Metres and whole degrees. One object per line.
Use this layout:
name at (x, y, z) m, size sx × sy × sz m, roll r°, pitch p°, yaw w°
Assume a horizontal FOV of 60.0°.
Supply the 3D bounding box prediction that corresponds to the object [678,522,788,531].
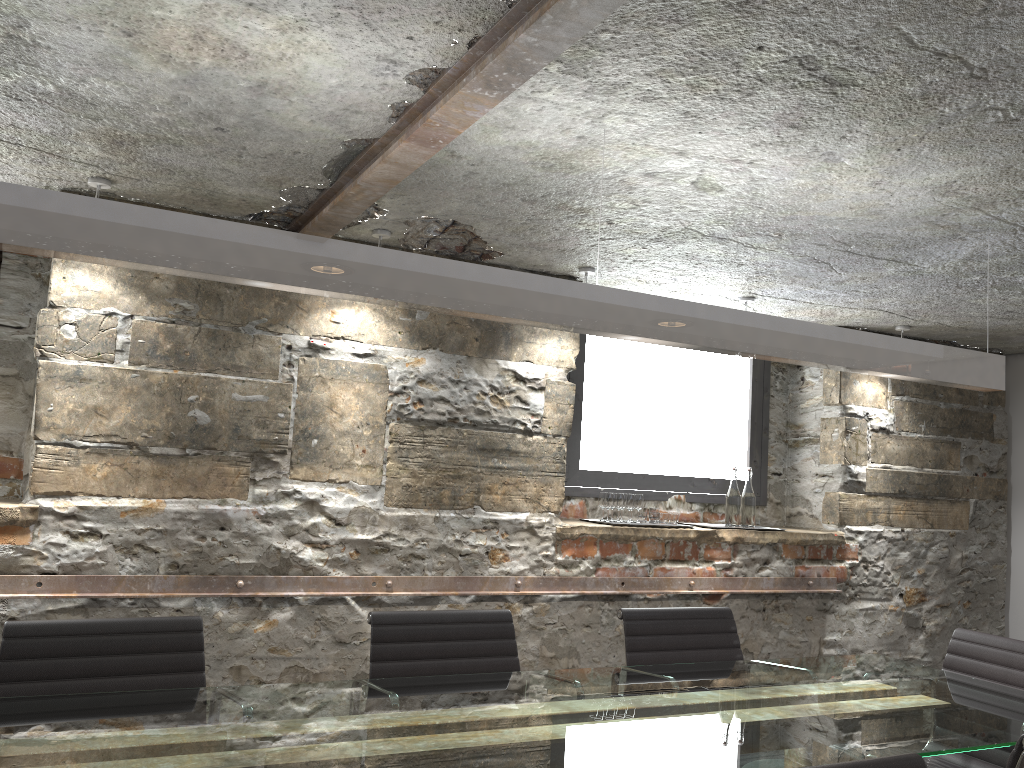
object at (1.084, 0.707, 4.403) m, size 0.457 × 0.007 × 0.310 m, roll 6°, pitch -7°, yaw -26°

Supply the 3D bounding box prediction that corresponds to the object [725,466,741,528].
object at (1.084, 0.554, 4.343) m, size 0.073 × 0.300 × 0.073 m, roll 0°, pitch -7°, yaw 32°

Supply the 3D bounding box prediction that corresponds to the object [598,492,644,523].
object at (0.500, 0.573, 4.104) m, size 0.218 × 0.131 × 0.108 m, roll 7°, pitch -7°, yaw -28°

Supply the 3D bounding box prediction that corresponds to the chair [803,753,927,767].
chair at (0.335, 1.039, 1.606) m, size 0.693 × 0.837 × 0.667 m, roll 8°, pitch -7°, yaw -36°

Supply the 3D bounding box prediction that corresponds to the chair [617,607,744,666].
chair at (0.676, 1.187, 2.844) m, size 0.693 × 0.837 × 0.667 m, roll 7°, pitch -7°, yaw -35°

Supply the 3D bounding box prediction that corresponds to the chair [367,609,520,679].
chair at (-0.117, 1.101, 2.472) m, size 0.693 × 0.837 × 0.667 m, roll 8°, pitch -7°, yaw -36°

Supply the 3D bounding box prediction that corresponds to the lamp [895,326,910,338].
lamp at (2.006, -0.216, 4.585) m, size 0.098 × 0.165 × 0.077 m, roll 3°, pitch -6°, yaw 7°

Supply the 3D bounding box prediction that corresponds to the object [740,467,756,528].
object at (1.167, 0.563, 4.384) m, size 0.073 × 0.300 × 0.073 m, roll 0°, pitch -7°, yaw 32°

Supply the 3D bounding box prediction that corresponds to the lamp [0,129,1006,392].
lamp at (0.168, -0.392, 2.195) m, size 3.159 × 0.524 × 0.073 m, roll 6°, pitch -7°, yaw -26°

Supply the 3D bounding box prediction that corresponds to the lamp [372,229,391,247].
lamp at (-0.512, -0.494, 3.341) m, size 0.098 × 0.165 × 0.077 m, roll 3°, pitch -6°, yaw 7°

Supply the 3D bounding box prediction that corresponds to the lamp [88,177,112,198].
lamp at (-1.377, -0.589, 2.913) m, size 0.098 × 0.165 × 0.077 m, roll 3°, pitch -6°, yaw 7°

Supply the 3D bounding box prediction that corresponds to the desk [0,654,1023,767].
desk at (0.080, 1.133, 2.036) m, size 3.154 × 0.711 × 0.909 m, roll 6°, pitch -7°, yaw -26°

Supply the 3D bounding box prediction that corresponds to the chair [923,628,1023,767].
chair at (1.363, 1.211, 2.684) m, size 0.667 × 0.837 × 0.693 m, roll 7°, pitch -7°, yaw -34°

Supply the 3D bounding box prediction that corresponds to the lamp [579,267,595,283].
lamp at (0.298, -0.404, 3.741) m, size 0.098 × 0.165 × 0.077 m, roll 3°, pitch -6°, yaw 7°

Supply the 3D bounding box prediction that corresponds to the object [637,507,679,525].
object at (0.687, 0.624, 4.202) m, size 0.191 × 0.072 × 0.111 m, roll 5°, pitch -6°, yaw -19°

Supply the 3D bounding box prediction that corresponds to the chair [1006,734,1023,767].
chair at (1.089, 1.123, 1.982) m, size 0.693 × 0.837 × 0.667 m, roll 7°, pitch -7°, yaw -28°

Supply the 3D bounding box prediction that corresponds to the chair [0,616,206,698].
chair at (-0.931, 1.006, 2.020) m, size 0.693 × 0.837 × 0.667 m, roll 8°, pitch -8°, yaw -39°

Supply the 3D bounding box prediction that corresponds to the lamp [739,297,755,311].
lamp at (1.076, -0.319, 4.125) m, size 0.098 × 0.165 × 0.077 m, roll 3°, pitch -6°, yaw 7°

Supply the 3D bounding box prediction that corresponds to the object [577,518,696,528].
object at (0.581, 0.652, 4.155) m, size 0.457 × 0.007 × 0.310 m, roll 6°, pitch -7°, yaw -26°
